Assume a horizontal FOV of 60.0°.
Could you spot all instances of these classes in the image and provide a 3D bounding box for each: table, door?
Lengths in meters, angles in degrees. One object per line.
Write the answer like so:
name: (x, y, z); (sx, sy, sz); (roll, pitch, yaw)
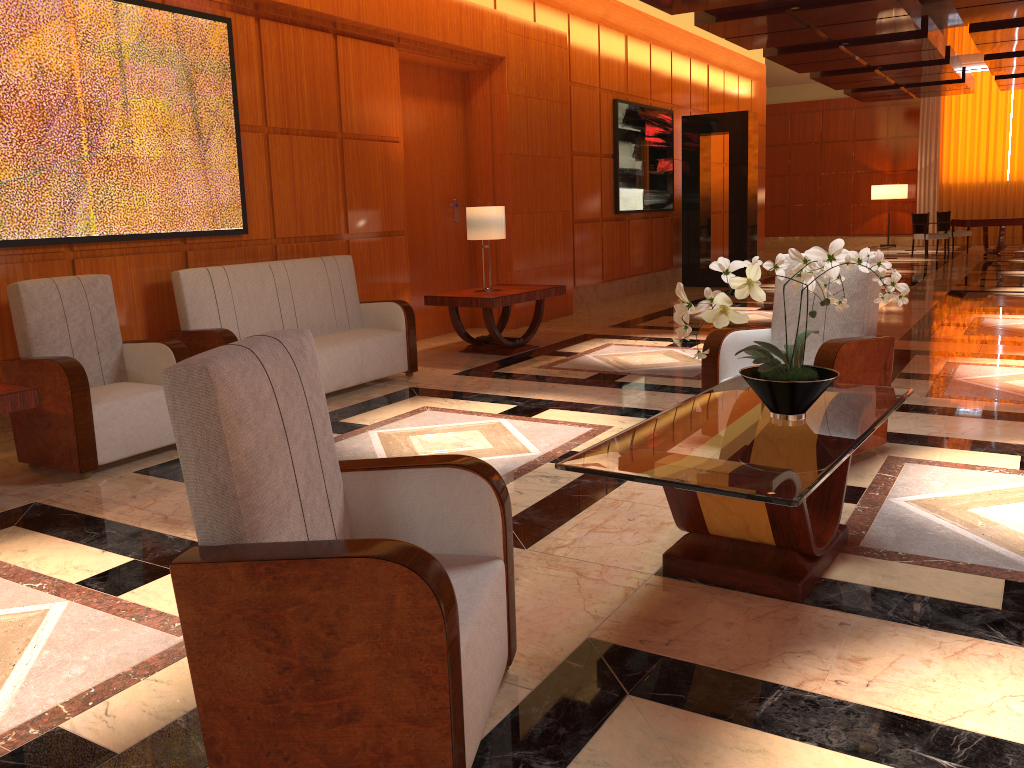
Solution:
table: (-0.121, -0.569, 7.902); (0.726, 0.531, 1.174); (5, 13, 34)
table: (9.658, -2.830, 17.067); (2.107, 0.737, 0.789); (-1, 10, 2)
table: (-2.707, 0.355, 3.678); (0.726, 0.531, 1.174); (5, 13, 34)
table: (0.866, 0.372, 3.114); (0.723, 0.493, 1.568); (5, 13, 34)
door: (-0.714, -1.757, 8.597); (0.341, 2.635, 1.508); (4, 11, 31)

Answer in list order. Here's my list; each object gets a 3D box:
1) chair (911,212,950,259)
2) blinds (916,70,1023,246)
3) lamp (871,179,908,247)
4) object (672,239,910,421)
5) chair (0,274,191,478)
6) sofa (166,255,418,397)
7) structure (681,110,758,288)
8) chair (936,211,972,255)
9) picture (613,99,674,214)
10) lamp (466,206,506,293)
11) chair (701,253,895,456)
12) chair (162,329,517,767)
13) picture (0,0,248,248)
chair: (8.295, -2.970, 17.686); (0.585, 0.888, 0.579); (-6, 10, -20)
blinds: (11.615, -5.303, 20.759); (3.857, 4.039, 0.149); (4, 11, 31)
lamp: (9.218, -4.183, 21.685); (0.811, 1.650, 0.815); (-5, 10, -18)
object: (0.957, -0.192, 3.098); (0.788, 0.613, 0.420); (0, 10, 9)
chair: (-2.190, -0.087, 4.696); (0.629, 0.955, 0.742); (4, 11, 30)
sofa: (-1.453, -0.381, 6.119); (0.613, 0.926, 1.808); (4, 12, 31)
structure: (3.066, -2.697, 13.090); (0.986, 2.482, 0.503); (4, 11, 31)
chair: (9.199, -3.171, 18.547); (0.586, 0.888, 0.579); (-8, 11, -30)
picture: (1.851, -3.106, 12.250); (0.056, 1.443, 2.007); (4, 12, 31)
lamp: (0.830, 0.019, 1.529); (0.335, 0.730, 13.081); (-3, 11, -9)
chair: (1.435, -0.160, 4.451); (0.630, 0.955, 0.740); (-10, 13, -39)
chair: (-0.359, 0.369, 2.091); (0.628, 0.955, 0.742); (0, 10, 10)
picture: (-2.414, -1.582, 5.285); (0.056, 1.443, 2.007); (4, 12, 31)
